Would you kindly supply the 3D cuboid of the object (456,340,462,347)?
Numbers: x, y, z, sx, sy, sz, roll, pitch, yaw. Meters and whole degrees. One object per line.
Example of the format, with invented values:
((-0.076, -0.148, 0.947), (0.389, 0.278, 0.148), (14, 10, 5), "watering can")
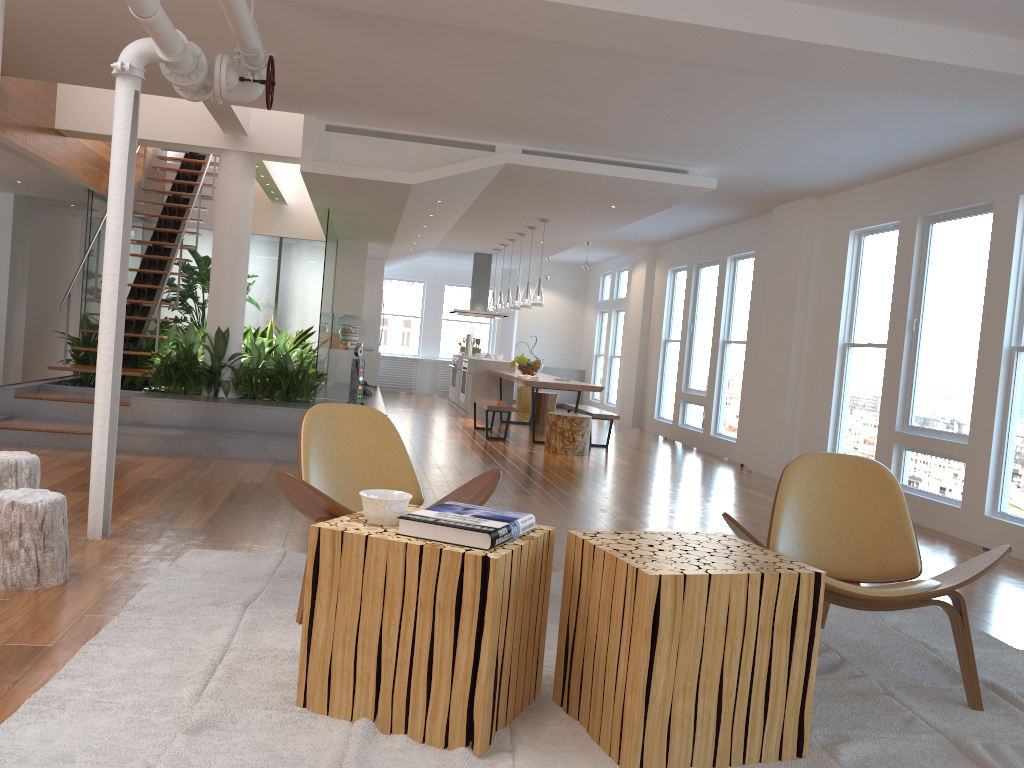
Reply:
((-0.859, -0.636, 15.127), (0.199, 0.259, 0.016), (5, 2, 1), "object")

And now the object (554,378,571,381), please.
((0.605, -0.051, 10.525), (0.222, 0.020, 0.222), (4, 3, -18), "object")

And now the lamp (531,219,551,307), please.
((0.339, -1.418, 10.136), (0.160, 1.060, 0.160), (6, 3, 17), "lamp")

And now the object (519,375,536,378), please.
((0.183, -0.087, 10.500), (0.222, 0.020, 0.222), (6, 3, 31), "object")

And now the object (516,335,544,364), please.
((0.359, -0.632, 16.587), (0.590, 0.563, 0.210), (3, 3, -39), "object")

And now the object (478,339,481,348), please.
((-0.572, -0.629, 15.179), (0.057, 0.294, 0.030), (5, 2, -10), "object")

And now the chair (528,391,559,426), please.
((0.439, 0.345, 12.460), (0.396, 0.455, 0.402), (4, 3, -20), "chair")

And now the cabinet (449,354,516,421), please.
((-0.515, 0.009, 13.828), (0.597, 0.832, 2.936), (5, 2, -10), "cabinet")

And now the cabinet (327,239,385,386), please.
((-2.438, -0.881, 14.052), (0.676, 2.280, 4.565), (5, 2, -10), "cabinet")

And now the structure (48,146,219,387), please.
((-3.106, -1.916, 10.066), (2.552, 4.265, 4.591), (5, 2, -10), "structure")

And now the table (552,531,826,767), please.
((0.485, 0.739, 2.533), (0.548, 0.534, 0.489), (4, 3, -21), "table")

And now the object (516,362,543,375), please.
((0.220, -0.189, 11.490), (0.360, 0.159, 0.360), (7, 3, 44), "object")

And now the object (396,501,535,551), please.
((-0.122, 0.395, 2.496), (0.279, 0.048, 0.334), (6, 3, 21), "object")

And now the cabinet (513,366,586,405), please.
((0.672, 0.038, 16.723), (1.309, 0.725, 0.420), (5, 2, -10), "cabinet")

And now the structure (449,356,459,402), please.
((-0.704, -0.070, 14.714), (0.649, 0.735, 0.890), (5, 2, -10), "structure")

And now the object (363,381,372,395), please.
((-1.665, 0.041, 9.927), (0.216, 0.155, 0.181), (3, 3, -45), "object")

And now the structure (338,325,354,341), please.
((-2.461, -0.604, 13.044), (0.248, 0.536, 0.115), (5, 2, -10), "structure")

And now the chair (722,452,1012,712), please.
((1.265, 0.672, 3.154), (0.856, 0.752, 0.867), (7, 3, 40), "chair")

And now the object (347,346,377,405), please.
((-1.378, -0.064, 8.226), (0.318, 0.565, 0.134), (6, 3, 26), "object")

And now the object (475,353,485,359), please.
((-0.464, -0.403, 12.842), (0.152, 0.082, 0.152), (6, 3, 29), "object")

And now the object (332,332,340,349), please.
((-2.437, -0.600, 12.292), (0.104, 0.222, 0.200), (5, 2, -10), "object")

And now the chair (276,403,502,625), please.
((-0.476, 0.501, 3.579), (0.856, 0.752, 0.867), (5, 2, -5), "chair")

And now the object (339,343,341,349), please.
((-2.467, -0.588, 12.539), (0.100, 0.170, 0.173), (5, 2, -8), "object")

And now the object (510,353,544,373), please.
((0.198, -0.254, 11.497), (0.292, 0.284, 0.394), (7, 3, 44), "object")

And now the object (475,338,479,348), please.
((-0.606, -0.631, 15.155), (0.068, 0.298, 0.039), (5, 2, -10), "object")

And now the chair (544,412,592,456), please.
((0.582, 0.515, 9.228), (0.460, 0.400, 0.460), (5, 2, 0), "chair")

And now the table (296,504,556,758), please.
((-0.232, 0.675, 2.558), (0.548, 0.534, 0.489), (6, 3, 20), "table")

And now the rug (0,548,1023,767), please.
((0.418, 0.959, 2.510), (3.525, 0.057, 3.478), (5, 2, -6), "rug")

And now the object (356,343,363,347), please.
((-2.071, -0.503, 12.036), (0.094, 0.106, 0.094), (5, 2, -4), "object")

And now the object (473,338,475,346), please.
((-0.668, -0.636, 15.142), (0.057, 0.299, 0.019), (5, 2, -10), "object")

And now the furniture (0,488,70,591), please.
((-1.847, 0.585, 3.389), (0.294, 0.333, 0.292), (3, 3, -39), "furniture")

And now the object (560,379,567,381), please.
((0.636, -0.045, 10.422), (0.158, 0.017, 0.019), (4, 2, -15), "object")

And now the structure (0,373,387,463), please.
((-2.970, 0.214, 9.538), (3.088, 0.386, 5.584), (5, 2, -10), "structure")

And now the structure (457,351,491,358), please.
((-0.627, -0.491, 14.714), (0.520, 0.073, 0.650), (5, 2, -10), "structure")

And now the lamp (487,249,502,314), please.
((-0.263, -1.621, 13.695), (0.160, 1.060, 0.160), (6, 3, 17), "lamp")

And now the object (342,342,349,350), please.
((-2.257, -0.520, 12.051), (0.094, 0.106, 0.094), (5, 2, -4), "object")

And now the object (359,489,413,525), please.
((-0.364, 0.356, 2.538), (0.152, 0.082, 0.152), (7, 3, 41), "object")

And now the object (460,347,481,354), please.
((-0.711, -0.561, 15.149), (0.353, 0.157, 0.084), (5, 2, -10), "object")

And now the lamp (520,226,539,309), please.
((0.219, -1.459, 10.848), (0.160, 1.060, 0.160), (6, 3, 17), "lamp")

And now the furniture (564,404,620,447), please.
((0.922, 0.495, 10.644), (0.316, 0.389, 1.433), (5, 2, -10), "furniture")

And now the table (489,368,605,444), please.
((0.040, 0.177, 12.513), (0.893, 0.704, 5.996), (5, 2, -10), "table")

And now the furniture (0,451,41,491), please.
((-2.119, 0.505, 3.698), (0.298, 0.418, 0.290), (7, 3, 43), "furniture")

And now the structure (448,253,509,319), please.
((-0.504, -1.814, 14.632), (0.909, 1.405, 0.900), (5, 2, -10), "structure")

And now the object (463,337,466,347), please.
((-0.822, -0.651, 15.135), (0.055, 0.299, 0.027), (5, 2, -10), "object")

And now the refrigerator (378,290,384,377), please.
((-2.527, -0.705, 14.801), (0.725, 1.772, 0.908), (5, 2, -10), "refrigerator")

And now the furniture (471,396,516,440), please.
((-0.250, 0.401, 10.440), (0.316, 0.389, 1.433), (5, 2, -10), "furniture")

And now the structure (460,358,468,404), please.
((-0.708, -0.054, 13.280), (0.072, 0.648, 0.644), (5, 2, -10), "structure")

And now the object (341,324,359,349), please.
((-2.489, -0.726, 13.595), (0.267, 0.356, 0.266), (6, 3, 16), "object")

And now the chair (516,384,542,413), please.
((0.272, 0.243, 14.675), (0.344, 0.430, 0.549), (5, 2, -6), "chair")

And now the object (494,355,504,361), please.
((-0.198, -0.376, 12.763), (0.152, 0.082, 0.152), (7, 3, 41), "object")

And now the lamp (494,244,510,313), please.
((-0.142, -1.581, 12.984), (0.160, 1.060, 0.160), (6, 3, 17), "lamp")

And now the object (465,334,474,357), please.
((-0.679, -0.618, 14.233), (0.120, 0.356, 0.172), (7, 3, 38), "object")

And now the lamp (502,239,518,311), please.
((-0.022, -1.540, 12.272), (0.160, 1.060, 0.160), (6, 3, 17), "lamp")

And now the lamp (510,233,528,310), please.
((0.099, -1.500, 11.560), (0.160, 1.060, 0.160), (6, 3, 17), "lamp")
